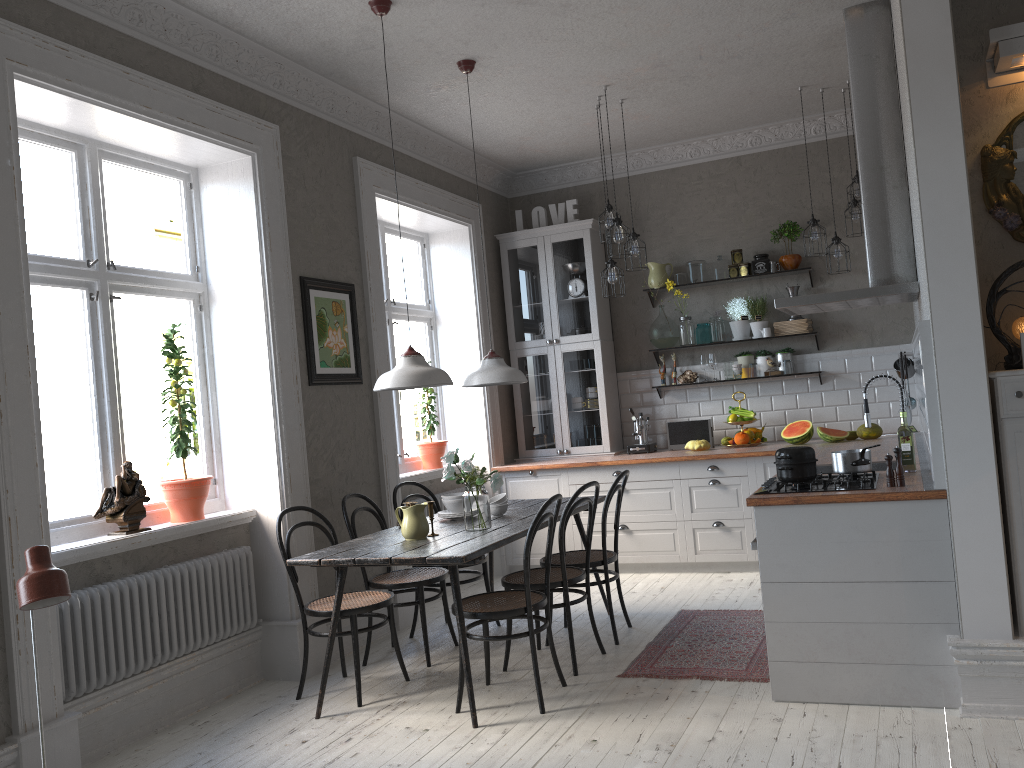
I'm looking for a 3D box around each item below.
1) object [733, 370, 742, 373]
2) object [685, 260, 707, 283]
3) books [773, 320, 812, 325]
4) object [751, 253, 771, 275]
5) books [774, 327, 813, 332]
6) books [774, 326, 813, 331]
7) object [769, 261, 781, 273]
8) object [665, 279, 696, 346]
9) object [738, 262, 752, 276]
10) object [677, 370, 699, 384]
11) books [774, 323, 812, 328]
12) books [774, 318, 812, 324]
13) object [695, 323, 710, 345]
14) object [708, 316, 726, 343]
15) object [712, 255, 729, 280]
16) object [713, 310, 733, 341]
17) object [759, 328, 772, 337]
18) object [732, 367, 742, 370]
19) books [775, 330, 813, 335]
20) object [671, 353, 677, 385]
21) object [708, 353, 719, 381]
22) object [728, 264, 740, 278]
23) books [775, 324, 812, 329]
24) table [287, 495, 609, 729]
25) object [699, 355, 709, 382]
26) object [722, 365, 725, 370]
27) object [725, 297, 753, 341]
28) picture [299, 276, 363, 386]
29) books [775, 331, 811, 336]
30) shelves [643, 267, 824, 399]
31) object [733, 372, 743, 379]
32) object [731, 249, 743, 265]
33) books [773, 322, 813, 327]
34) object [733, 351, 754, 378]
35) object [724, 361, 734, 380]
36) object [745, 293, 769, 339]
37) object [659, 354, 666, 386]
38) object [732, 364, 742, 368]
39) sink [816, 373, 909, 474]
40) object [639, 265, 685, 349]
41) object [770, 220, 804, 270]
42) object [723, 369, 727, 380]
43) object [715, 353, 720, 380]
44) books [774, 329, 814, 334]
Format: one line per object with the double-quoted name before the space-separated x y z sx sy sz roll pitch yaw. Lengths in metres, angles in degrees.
"object" 1.756 -0.084 6.889 0.076 0.051 0.078 -5 -1 16
"object" 1.473 -0.886 7.070 0.175 0.184 0.169 -4 -1 -28
"books" 2.163 -0.470 6.824 0.256 0.016 0.161 -6 -2 32
"object" 1.952 -0.927 6.917 0.140 0.174 0.144 -6 -1 23
"books" 2.168 -0.416 6.823 0.256 0.016 0.161 -6 -2 32
"books" 2.167 -0.427 6.823 0.256 0.011 0.160 -6 -1 29
"object" 2.017 -0.897 6.784 0.092 0.096 0.076 -6 -1 23
"object" 1.335 -0.569 7.028 0.189 0.540 0.284 -5 -1 15
"object" 1.823 -0.885 6.916 0.081 0.113 0.084 -6 -1 33
"object" 1.407 -0.058 7.102 0.177 0.111 0.096 -5 -1 0
"books" 2.165 -0.449 6.824 0.256 0.011 0.160 -6 -1 29
"books" 2.162 -0.481 6.824 0.256 0.011 0.160 -6 -1 29
"object" 1.538 -0.399 7.105 0.124 0.172 0.128 -6 -1 26
"object" 1.612 -0.426 6.977 0.127 0.206 0.122 -4 -2 -44
"object" 1.673 -0.920 7.092 0.142 0.220 0.138 -5 -1 -18
"object" 1.693 -0.459 7.108 0.129 0.264 0.134 -6 -1 28
"object" 1.958 -0.395 6.808 0.064 0.071 0.104 -4 -2 -37
"object" 1.755 -0.101 6.889 0.075 0.051 0.079 -6 -2 42
"books" 2.170 -0.395 6.823 0.256 0.011 0.160 -6 -1 29
"object" 1.317 -0.124 7.164 0.062 0.264 0.052 -4 -1 -31
"object" 1.585 -0.132 6.969 0.081 0.217 0.082 -5 -1 9
"object" 1.745 -0.877 6.952 0.081 0.113 0.084 -6 -1 23
"books" 2.166 -0.438 6.824 0.257 0.011 0.160 -6 -1 25
"table" -0.184 1.101 4.704 0.891 0.735 1.949 -6 -1 24
"object" 1.542 -0.125 7.089 0.081 0.217 0.082 -5 -1 9
"object" 1.713 -0.109 7.036 0.076 0.083 0.079 -6 -2 41
"object" 1.812 -0.519 6.992 0.240 0.354 0.239 -6 -2 41
"picture" -1.051 -0.301 5.201 0.019 0.619 0.529 -6 -1 24
"books" 2.171 -0.383 6.822 0.257 0.011 0.160 -6 -1 25
"shelves" 1.739 -0.363 6.992 1.297 0.923 0.232 -6 -1 22
"object" 1.758 -0.067 6.888 0.076 0.051 0.078 -5 -1 16
"object" 1.761 -0.992 6.930 0.082 0.113 0.083 -5 -1 3
"books" 2.164 -0.459 6.824 0.256 0.016 0.161 -6 -2 35
"object" 1.835 -0.155 6.993 0.156 0.217 0.156 -5 -1 3
"object" 1.710 -0.105 6.955 0.079 0.139 0.078 -5 -1 -4
"object" 1.910 -0.542 6.895 0.186 0.380 0.167 -5 -1 -16
"object" 1.227 -0.115 7.218 0.053 0.264 0.061 -5 -1 -6
"object" 1.753 -0.126 6.889 0.077 0.051 0.078 -5 -1 9
"sink" 1.766 0.318 4.529 0.520 0.720 0.493 -6 -1 23
"object" 1.188 -0.622 7.135 0.336 0.674 0.335 -5 -1 -9
"object" 2.135 -1.059 6.789 0.246 0.397 0.255 -4 -2 -42
"object" 1.716 -0.076 7.035 0.076 0.083 0.079 -6 -2 41
"object" 1.619 -0.133 7.053 0.081 0.217 0.082 -5 -1 9
"books" 2.169 -0.406 6.823 0.256 0.016 0.161 -6 -2 35
